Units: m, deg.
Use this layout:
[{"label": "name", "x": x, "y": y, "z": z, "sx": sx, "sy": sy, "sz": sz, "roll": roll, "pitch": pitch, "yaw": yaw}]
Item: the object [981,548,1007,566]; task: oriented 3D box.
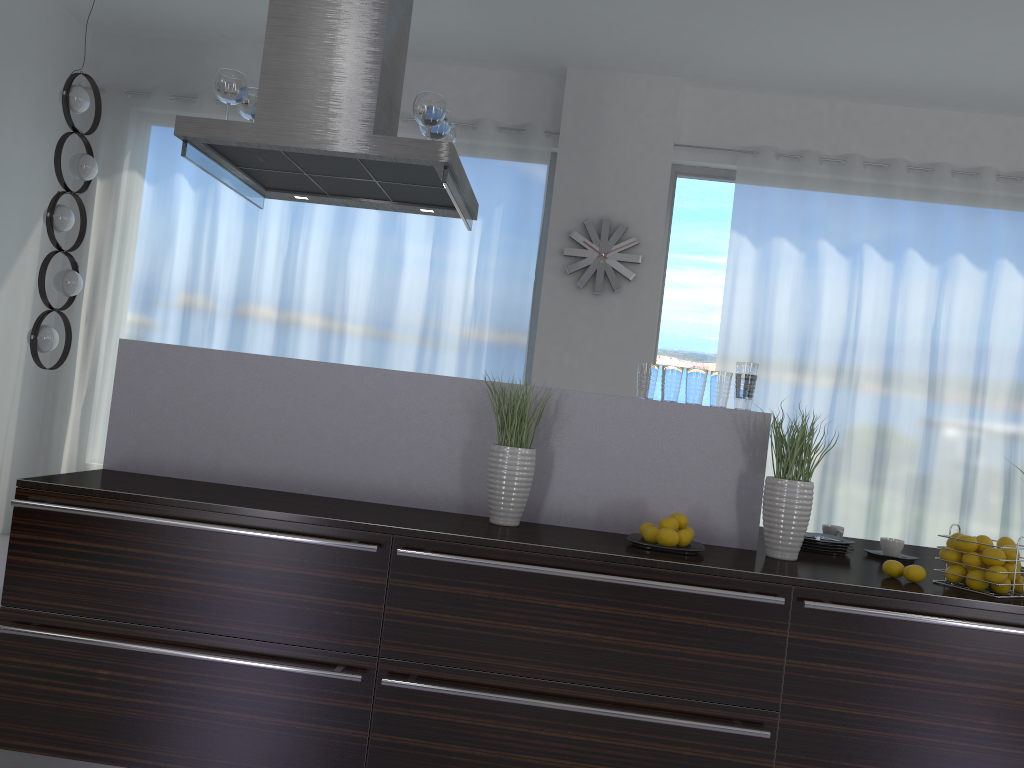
[{"label": "object", "x": 1.364, "y": 0.491, "z": 2.512, "sx": 0.061, "sy": 0.052, "sz": 0.053, "roll": 6, "pitch": -2, "yaw": 17}]

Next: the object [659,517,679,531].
[{"label": "object", "x": 0.473, "y": 0.424, "z": 2.672, "sx": 0.061, "sy": 0.047, "sz": 0.053, "roll": 6, "pitch": -2, "yaw": 7}]

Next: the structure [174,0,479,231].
[{"label": "structure", "x": -0.605, "y": -1.350, "z": 3.539, "sx": 0.981, "sy": 1.231, "sz": 0.915, "roll": 7, "pitch": -2, "yaw": 4}]

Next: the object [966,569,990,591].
[{"label": "object", "x": 1.332, "y": 0.561, "z": 2.535, "sx": 0.064, "sy": 0.063, "sz": 0.074, "roll": 6, "pitch": -2, "yaw": 24}]

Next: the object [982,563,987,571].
[{"label": "object", "x": 1.414, "y": 0.553, "z": 2.630, "sx": 0.052, "sy": 0.053, "sz": 0.062, "roll": 5, "pitch": -2, "yaw": 41}]

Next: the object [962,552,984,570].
[{"label": "object", "x": 1.325, "y": 0.509, "z": 2.550, "sx": 0.062, "sy": 0.053, "sz": 0.052, "roll": 7, "pitch": -2, "yaw": -24}]

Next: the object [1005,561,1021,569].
[{"label": "object", "x": 1.448, "y": 0.526, "z": 2.574, "sx": 0.061, "sy": 0.054, "sz": 0.053, "roll": 8, "pitch": -2, "yaw": -40}]

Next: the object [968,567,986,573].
[{"label": "object", "x": 1.354, "y": 0.559, "z": 2.573, "sx": 0.057, "sy": 0.060, "sz": 0.052, "roll": 6, "pitch": -2, "yaw": 9}]

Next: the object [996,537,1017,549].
[{"label": "object", "x": 1.446, "y": 0.477, "z": 2.594, "sx": 0.050, "sy": 0.060, "sz": 0.059, "roll": 7, "pitch": -2, "yaw": 3}]

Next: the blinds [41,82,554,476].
[{"label": "blinds", "x": -1.502, "y": -0.360, "z": 5.991, "sx": 3.245, "sy": 3.112, "sz": 0.120, "roll": 7, "pitch": -2, "yaw": 4}]

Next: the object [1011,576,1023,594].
[{"label": "object", "x": 1.459, "y": 0.578, "z": 2.553, "sx": 0.053, "sy": 0.052, "sz": 0.062, "roll": 5, "pitch": -2, "yaw": 43}]

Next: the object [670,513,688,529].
[{"label": "object", "x": 0.509, "y": 0.419, "z": 2.711, "sx": 0.053, "sy": 0.048, "sz": 0.063, "roll": 8, "pitch": -2, "yaw": -30}]

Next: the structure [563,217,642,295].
[{"label": "structure", "x": 0.588, "y": -0.835, "z": 5.766, "sx": 0.505, "sy": 0.505, "sz": 0.076, "roll": 7, "pitch": -2, "yaw": 4}]

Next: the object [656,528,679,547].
[{"label": "object", "x": 0.461, "y": 0.456, "z": 2.625, "sx": 0.070, "sy": 0.058, "sz": 0.060, "roll": 7, "pitch": -2, "yaw": 2}]

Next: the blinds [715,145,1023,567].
[{"label": "blinds", "x": 2.728, "y": 0.127, "z": 5.718, "sx": 2.830, "sy": 3.112, "sz": 0.120, "roll": 7, "pitch": -2, "yaw": 4}]

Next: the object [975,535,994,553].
[{"label": "object", "x": 1.372, "y": 0.467, "z": 2.580, "sx": 0.051, "sy": 0.053, "sz": 0.063, "roll": 7, "pitch": -2, "yaw": 5}]

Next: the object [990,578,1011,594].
[{"label": "object", "x": 1.384, "y": 0.568, "z": 2.510, "sx": 0.051, "sy": 0.053, "sz": 0.063, "roll": 6, "pitch": -2, "yaw": 12}]

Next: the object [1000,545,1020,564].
[{"label": "object", "x": 1.420, "y": 0.486, "z": 2.531, "sx": 0.051, "sy": 0.053, "sz": 0.063, "roll": 6, "pitch": -2, "yaw": 17}]

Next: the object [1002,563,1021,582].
[{"label": "object", "x": 1.414, "y": 0.536, "z": 2.524, "sx": 0.061, "sy": 0.055, "sz": 0.051, "roll": 7, "pitch": -2, "yaw": -17}]

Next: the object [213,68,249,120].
[{"label": "object", "x": -1.041, "y": -1.031, "z": 3.258, "sx": 0.125, "sy": 0.221, "sz": 0.125, "roll": 6, "pitch": -2, "yaw": 28}]

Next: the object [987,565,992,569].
[{"label": "object", "x": 1.392, "y": 0.530, "z": 2.545, "sx": 0.051, "sy": 0.053, "sz": 0.062, "roll": 6, "pitch": -2, "yaw": 12}]

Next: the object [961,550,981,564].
[{"label": "object", "x": 1.344, "y": 0.509, "z": 2.604, "sx": 0.064, "sy": 0.053, "sz": 0.051, "roll": 6, "pitch": -2, "yaw": 6}]

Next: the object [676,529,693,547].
[{"label": "object", "x": 0.511, "y": 0.463, "z": 2.664, "sx": 0.061, "sy": 0.054, "sz": 0.052, "roll": 7, "pitch": -2, "yaw": -19}]

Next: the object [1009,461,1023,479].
[{"label": "object", "x": 3.276, "y": 1.078, "z": 5.113, "sx": 0.713, "sy": 1.334, "sz": 0.656, "roll": 7, "pitch": -2, "yaw": 4}]

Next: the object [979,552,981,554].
[{"label": "object", "x": 1.390, "y": 0.520, "z": 2.666, "sx": 0.060, "sy": 0.055, "sz": 0.053, "roll": 8, "pitch": -2, "yaw": -43}]

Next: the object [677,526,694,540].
[{"label": "object", "x": 0.531, "y": 0.463, "z": 2.718, "sx": 0.051, "sy": 0.053, "sz": 0.063, "roll": 5, "pitch": -2, "yaw": 44}]

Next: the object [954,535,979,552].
[{"label": "object", "x": 1.314, "y": 0.463, "z": 2.565, "sx": 0.053, "sy": 0.051, "sz": 0.063, "roll": 8, "pitch": -2, "yaw": -39}]

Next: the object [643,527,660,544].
[{"label": "object", "x": 0.426, "y": 0.457, "z": 2.673, "sx": 0.063, "sy": 0.051, "sz": 0.053, "roll": 6, "pitch": -2, "yaw": 7}]

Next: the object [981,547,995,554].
[{"label": "object", "x": 1.405, "y": 0.503, "z": 2.601, "sx": 0.055, "sy": 0.051, "sz": 0.061, "roll": 7, "pitch": -2, "yaw": -2}]

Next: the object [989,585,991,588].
[{"label": "object", "x": 1.410, "y": 0.575, "z": 2.586, "sx": 0.061, "sy": 0.055, "sz": 0.050, "roll": 8, "pitch": -2, "yaw": -41}]

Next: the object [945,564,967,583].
[{"label": "object", "x": 1.292, "y": 0.552, "z": 2.581, "sx": 0.060, "sy": 0.057, "sz": 0.052, "roll": 7, "pitch": -2, "yaw": 5}]

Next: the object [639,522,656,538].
[{"label": "object", "x": 0.422, "y": 0.454, "z": 2.729, "sx": 0.052, "sy": 0.054, "sz": 0.061, "roll": 8, "pitch": -2, "yaw": -39}]

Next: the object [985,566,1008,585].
[{"label": "object", "x": 1.357, "y": 0.536, "z": 2.484, "sx": 0.061, "sy": 0.054, "sz": 0.052, "roll": 7, "pitch": -2, "yaw": -19}]
